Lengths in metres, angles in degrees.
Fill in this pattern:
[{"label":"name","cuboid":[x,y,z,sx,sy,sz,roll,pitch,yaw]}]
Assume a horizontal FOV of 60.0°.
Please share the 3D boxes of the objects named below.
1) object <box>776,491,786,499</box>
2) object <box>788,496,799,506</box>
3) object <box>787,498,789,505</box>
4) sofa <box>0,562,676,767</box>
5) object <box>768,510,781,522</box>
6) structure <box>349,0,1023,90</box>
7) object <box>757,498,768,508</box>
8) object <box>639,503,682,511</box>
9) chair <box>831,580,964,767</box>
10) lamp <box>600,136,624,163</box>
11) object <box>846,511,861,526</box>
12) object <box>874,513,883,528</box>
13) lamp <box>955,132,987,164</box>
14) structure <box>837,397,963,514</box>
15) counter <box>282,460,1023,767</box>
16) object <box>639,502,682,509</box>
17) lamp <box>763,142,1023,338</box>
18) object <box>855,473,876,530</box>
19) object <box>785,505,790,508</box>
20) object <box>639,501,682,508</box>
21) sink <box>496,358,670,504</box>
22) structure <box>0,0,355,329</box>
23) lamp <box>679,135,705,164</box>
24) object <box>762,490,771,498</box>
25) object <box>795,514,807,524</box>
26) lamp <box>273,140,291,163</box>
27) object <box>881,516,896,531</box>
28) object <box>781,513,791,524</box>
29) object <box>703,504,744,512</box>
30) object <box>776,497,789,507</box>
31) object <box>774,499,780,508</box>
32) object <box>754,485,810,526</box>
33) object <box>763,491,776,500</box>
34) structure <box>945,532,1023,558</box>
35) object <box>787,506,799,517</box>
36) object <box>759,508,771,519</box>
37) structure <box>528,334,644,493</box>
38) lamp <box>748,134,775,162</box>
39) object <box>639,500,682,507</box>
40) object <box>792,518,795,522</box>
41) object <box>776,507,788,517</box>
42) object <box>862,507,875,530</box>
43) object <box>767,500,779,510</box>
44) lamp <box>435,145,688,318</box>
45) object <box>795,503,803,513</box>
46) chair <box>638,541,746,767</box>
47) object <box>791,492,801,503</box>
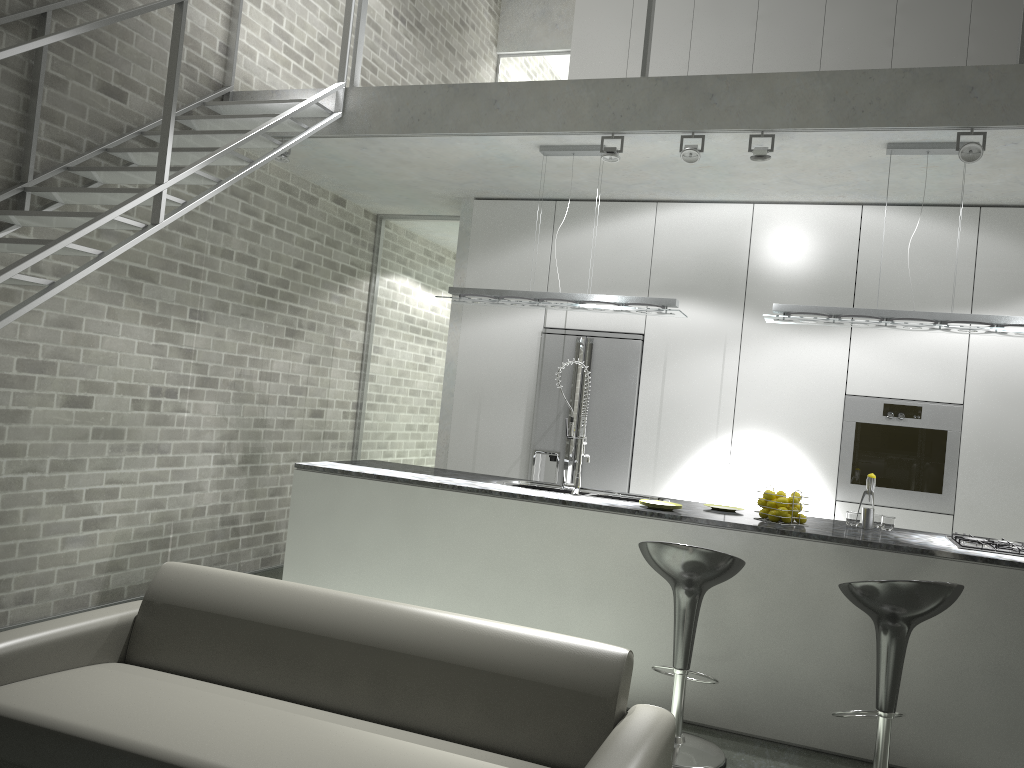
[{"label":"object","cuboid":[1.351,0.562,4.453,0.051,0.053,0.063,5,-2,12]},{"label":"object","cuboid":[1.394,0.580,4.399,0.051,0.053,0.063,5,-2,23]},{"label":"object","cuboid":[1.387,0.598,4.470,0.055,0.051,0.061,6,-1,5]},{"label":"sofa","cuboid":[-0.629,1.073,2.702,2.114,0.717,0.902,5,-2,20]},{"label":"object","cuboid":[1.308,0.657,4.412,0.064,0.063,0.074,5,-2,31]},{"label":"structure","cuboid":[1.641,-2.073,4.615,5.560,0.972,0.070,5,-2,20]},{"label":"object","cuboid":[1.269,0.602,4.481,0.053,0.051,0.063,6,-2,-21]},{"label":"object","cuboid":[0.755,0.626,4.510,0.217,0.017,0.216,7,-2,-37]},{"label":"chair","cuboid":[1.494,1.200,3.510,0.457,0.931,0.464,6,-1,1]},{"label":"lamp","cuboid":[0.556,-1.317,4.951,0.109,0.136,0.109,7,-2,-28]},{"label":"object","cuboid":[1.787,0.707,4.644,0.064,0.070,0.063,7,-2,-32]},{"label":"object","cuboid":[1.912,0.720,4.676,0.064,0.070,0.063,7,-2,-32]},{"label":"lamp","cuboid":[2.235,-1.156,4.317,0.131,0.154,0.098,5,-2,20]},{"label":"structure","cuboid":[2.485,0.451,5.699,0.692,0.680,0.036,5,-2,20]},{"label":"counter","cuboid":[0.927,1.139,4.688,4.400,0.960,0.900,5,-2,20]},{"label":"object","cuboid":[0.756,0.622,4.510,0.217,0.017,0.216,7,-2,-37]},{"label":"lamp","cuboid":[2.134,-0.770,4.632,1.490,0.964,0.290,5,-2,20]},{"label":"object","cuboid":[1.840,0.600,4.548,0.088,0.288,0.101,7,-2,-40]},{"label":"object","cuboid":[1.368,0.625,4.415,0.051,0.053,0.062,5,-2,18]},{"label":"object","cuboid":[0.756,0.617,4.511,0.217,0.017,0.216,7,-2,-37]},{"label":"sink","cuboid":[0.416,0.385,5.041,0.987,1.023,0.546,5,-2,20]},{"label":"structure","cuboid":[-2.314,-0.845,3.620,0.902,4.246,4.345,5,-2,20]},{"label":"lamp","cuboid":[0.969,-1.272,4.790,0.115,0.151,0.115,7,-2,-27]},{"label":"object","cuboid":[1.298,0.566,4.497,0.052,0.060,0.057,6,-1,-2]},{"label":"object","cuboid":[1.437,0.671,4.415,0.062,0.052,0.053,7,-2,-40]},{"label":"lamp","cuboid":[1.760,-1.154,6.572,6.854,0.136,0.110,6,-2,-15]},{"label":"object","cuboid":[1.947,0.721,4.590,0.064,0.070,0.063,5,-2,28]},{"label":"object","cuboid":[1.357,0.663,4.381,0.051,0.053,0.063,5,-2,18]},{"label":"object","cuboid":[1.145,0.673,4.798,0.217,0.017,0.216,7,-2,-44]},{"label":"object","cuboid":[1.336,0.586,4.386,0.061,0.052,0.053,5,-2,23]},{"label":"object","cuboid":[1.327,0.606,4.479,0.064,0.053,0.051,5,-2,13]},{"label":"object","cuboid":[1.357,0.606,4.450,0.189,0.174,0.207,6,-2,-25]},{"label":"object","cuboid":[1.292,0.560,4.445,0.053,0.051,0.063,7,-2,-32]},{"label":"structure","cuboid":[2.352,0.768,4.190,0.500,0.038,0.500,5,-2,20]},{"label":"object","cuboid":[1.388,0.630,4.392,0.061,0.055,0.051,6,-2,-11]},{"label":"object","cuboid":[1.274,0.649,4.462,0.060,0.057,0.052,5,-2,12]},{"label":"structure","cuboid":[0.493,0.608,6.441,0.743,1.900,0.160,5,-2,20]},{"label":"lamp","cuboid":[1.316,-1.240,4.685,0.115,0.151,0.115,7,-2,-27]},{"label":"object","cuboid":[0.757,0.612,4.511,0.217,0.017,0.216,7,-2,-37]},{"label":"object","cuboid":[1.392,0.670,4.454,0.061,0.055,0.050,7,-2,-34]},{"label":"object","cuboid":[1.327,0.631,4.359,0.061,0.054,0.052,6,-2,-13]},{"label":"object","cuboid":[1.820,0.689,4.536,0.060,0.106,0.060,5,-2,14]},{"label":"object","cuboid":[1.302,0.605,4.429,0.062,0.053,0.052,6,-2,-18]},{"label":"lamp","cuboid":[0.324,-0.935,5.299,1.490,0.964,0.290,5,-2,20]},{"label":"object","cuboid":[1.427,0.621,4.438,0.061,0.054,0.053,7,-2,-34]},{"label":"chair","cuboid":[0.740,1.133,3.824,0.457,0.931,0.464,5,-2,34]},{"label":"object","cuboid":[1.427,0.572,4.459,0.050,0.060,0.059,5,-2,10]}]
